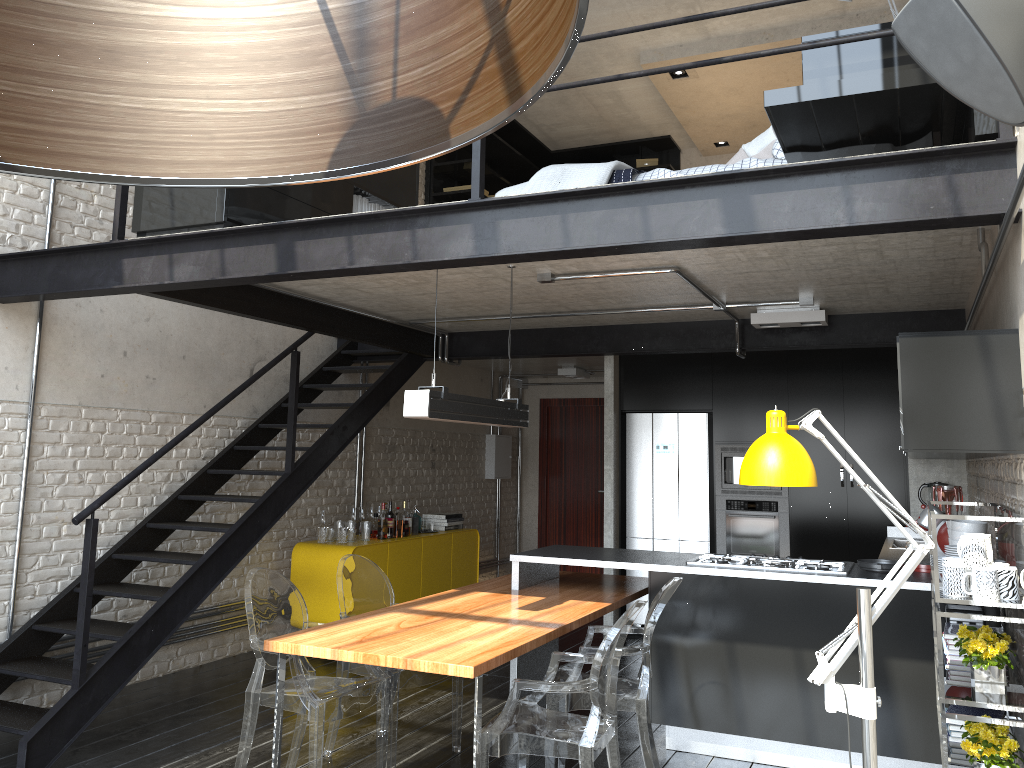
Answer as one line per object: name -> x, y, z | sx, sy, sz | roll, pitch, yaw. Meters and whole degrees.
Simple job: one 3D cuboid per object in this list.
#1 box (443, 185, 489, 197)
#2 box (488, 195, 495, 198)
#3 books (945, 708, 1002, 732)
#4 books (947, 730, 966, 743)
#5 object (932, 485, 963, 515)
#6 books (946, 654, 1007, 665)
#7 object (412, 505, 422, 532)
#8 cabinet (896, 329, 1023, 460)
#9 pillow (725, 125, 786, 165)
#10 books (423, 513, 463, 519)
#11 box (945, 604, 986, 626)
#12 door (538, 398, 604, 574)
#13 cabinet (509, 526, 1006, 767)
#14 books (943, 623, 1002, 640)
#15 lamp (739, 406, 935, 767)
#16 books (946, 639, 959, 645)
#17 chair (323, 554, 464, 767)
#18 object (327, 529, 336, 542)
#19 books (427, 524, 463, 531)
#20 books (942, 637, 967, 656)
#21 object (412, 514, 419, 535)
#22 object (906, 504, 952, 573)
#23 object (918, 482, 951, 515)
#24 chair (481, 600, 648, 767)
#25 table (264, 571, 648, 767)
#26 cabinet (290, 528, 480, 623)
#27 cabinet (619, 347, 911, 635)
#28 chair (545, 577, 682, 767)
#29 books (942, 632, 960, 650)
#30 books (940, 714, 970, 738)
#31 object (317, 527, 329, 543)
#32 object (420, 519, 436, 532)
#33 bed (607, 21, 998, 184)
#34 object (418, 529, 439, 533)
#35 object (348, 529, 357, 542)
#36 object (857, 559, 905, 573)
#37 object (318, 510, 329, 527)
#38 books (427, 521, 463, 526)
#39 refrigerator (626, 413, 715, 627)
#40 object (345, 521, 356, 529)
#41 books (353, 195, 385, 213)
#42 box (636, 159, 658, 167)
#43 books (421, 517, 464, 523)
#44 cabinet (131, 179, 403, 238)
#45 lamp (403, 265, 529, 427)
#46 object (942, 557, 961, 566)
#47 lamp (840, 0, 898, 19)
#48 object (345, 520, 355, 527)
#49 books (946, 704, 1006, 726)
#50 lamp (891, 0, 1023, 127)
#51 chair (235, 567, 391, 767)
box -> -0.489, -2.023, 9.422 | 0.401, 0.084, 0.293 | -1, -5, 24
box -> -0.318, -2.000, 9.912 | 0.401, 0.127, 0.262 | -1, -6, 24
books -> 1.874, 1.371, 3.595 | 0.201, 0.024, 0.276 | -1, -5, 22
books -> 1.873, 1.414, 3.588 | 0.201, 0.024, 0.276 | -1, -5, 24
object -> 2.489, 0.799, 5.073 | 0.210, 0.430, 0.201 | -5, -10, 39
books -> 1.878, 1.093, 3.597 | 0.211, 0.021, 0.290 | -1, -5, 24
object -> -0.894, 1.241, 8.182 | 0.119, 0.241, 0.118 | -5, -10, 40
cabinet -> 2.337, 0.185, 4.815 | 0.399, 0.425, 3.868 | -2, -6, 24
pillow -> 1.831, -1.295, 5.090 | 1.143, 0.739, 2.122 | -1, -6, 23
books -> -0.667, 1.266, 8.490 | 0.258, 0.038, 0.323 | -1, -5, 26
box -> 1.973, 1.051, 3.849 | 0.150, 0.151, 0.149 | -2, -7, 24
door -> 0.879, 1.288, 10.997 | 1.132, 2.235, 0.194 | -2, -9, 24
cabinet -> 1.651, 1.470, 5.635 | 2.429, 1.013, 2.727 | -1, -6, 24
books -> 1.880, 1.015, 3.609 | 0.211, 0.021, 0.291 | -1, -5, 27
lamp -> 0.638, 0.830, 1.841 | 0.628, 1.632, 1.562 | -5, -9, 37
books -> 1.884, 1.034, 3.604 | 0.211, 0.021, 0.290 | -1, -5, 25
chair -> -0.631, 1.363, 4.463 | 0.588, 0.948, 0.536 | -4, -9, 34
object -> -1.455, 1.212, 7.086 | 0.092, 0.100, 0.092 | 5, -8, -28
books -> -0.666, 1.369, 8.487 | 0.259, 0.044, 0.349 | -1, -5, 26
books -> 1.872, 1.074, 3.603 | 0.211, 0.021, 0.290 | -1, -5, 24
object -> -0.897, 1.247, 7.848 | 0.134, 0.184, 0.052 | 5, -9, -28
object -> 2.208, 0.789, 4.500 | 0.350, 0.344, 0.218 | 0, -7, 8
object -> 3.084, 0.924, 6.445 | 0.223, 0.427, 0.161 | -2, -9, 24
chair -> 0.221, 1.288, 3.357 | 0.589, 0.948, 0.536 | -2, -8, 19
table -> -0.016, 1.479, 4.456 | 0.926, 0.739, 2.655 | -2, -6, 24
cabinet -> -1.023, 1.713, 7.736 | 0.548, 0.776, 2.186 | -2, -6, 24
cabinet -> 2.091, 0.888, 7.471 | 2.317, 2.496, 0.549 | -2, -9, 24
chair -> 0.469, 1.343, 3.971 | 0.590, 0.948, 0.535 | 0, -8, 9
books -> 1.879, 1.054, 3.603 | 0.211, 0.021, 0.290 | -1, -5, 22
books -> 1.868, 1.393, 3.594 | 0.201, 0.024, 0.276 | -1, -5, 19
object -> -1.494, 1.192, 6.988 | 0.095, 0.120, 0.095 | 3, -7, -14
object -> -0.766, 1.309, 8.182 | 0.099, 0.108, 0.228 | 6, -7, -38
bed -> 1.330, -1.016, 5.510 | 2.692, 0.848, 4.449 | -1, -5, 24
object -> -0.822, 1.355, 8.133 | 0.300, 0.012, 0.297 | 1, -5, 5
object -> -1.293, 1.215, 7.090 | 0.092, 0.100, 0.092 | 5, -8, -28
object -> 1.856, 0.928, 4.509 | 0.310, 0.050, 0.226 | 5, -6, -37
object -> -1.519, 1.141, 7.124 | 0.092, 0.247, 0.092 | 0, -8, 7
books -> -0.661, 1.331, 8.479 | 0.259, 0.031, 0.326 | -1, -5, 22
refrigerator -> 1.405, 1.178, 7.720 | 0.723, 1.840, 0.495 | -2, -9, 24
object -> -1.316, 1.196, 7.204 | 0.087, 0.156, 0.087 | -5, -9, 37
books -> -0.871, -1.019, 5.758 | 0.167, 0.226, 0.968 | -2, -6, 24
box -> 1.667, -2.647, 10.902 | 0.263, 0.127, 0.398 | 0, -5, 9
books -> -0.667, 1.301, 8.498 | 0.287, 0.031, 0.349 | -1, -5, 24
cabinet -> -1.006, -0.884, 5.845 | 0.606, 0.556, 3.158 | -2, -6, 24
lamp -> -0.178, -0.257, 4.304 | 0.125, 0.898, 1.080 | -3, -7, 24
object -> 1.658, 0.701, 3.301 | 0.108, 0.101, 0.082 | 5, -8, -31
lamp -> 1.618, -1.606, 4.012 | 0.170, 0.694, 0.477 | 2, -7, -10
object -> -1.340, 1.203, 7.299 | 0.087, 0.156, 0.087 | -5, -9, 37
books -> 1.878, 1.350, 3.596 | 0.200, 0.024, 0.277 | -2, -6, 34
lamp -> 0.819, -0.569, 1.419 | 0.358, 0.309, 0.176 | 0, -7, 6
chair -> -0.921, 1.311, 3.897 | 0.589, 0.948, 0.536 | -2, -8, 24
